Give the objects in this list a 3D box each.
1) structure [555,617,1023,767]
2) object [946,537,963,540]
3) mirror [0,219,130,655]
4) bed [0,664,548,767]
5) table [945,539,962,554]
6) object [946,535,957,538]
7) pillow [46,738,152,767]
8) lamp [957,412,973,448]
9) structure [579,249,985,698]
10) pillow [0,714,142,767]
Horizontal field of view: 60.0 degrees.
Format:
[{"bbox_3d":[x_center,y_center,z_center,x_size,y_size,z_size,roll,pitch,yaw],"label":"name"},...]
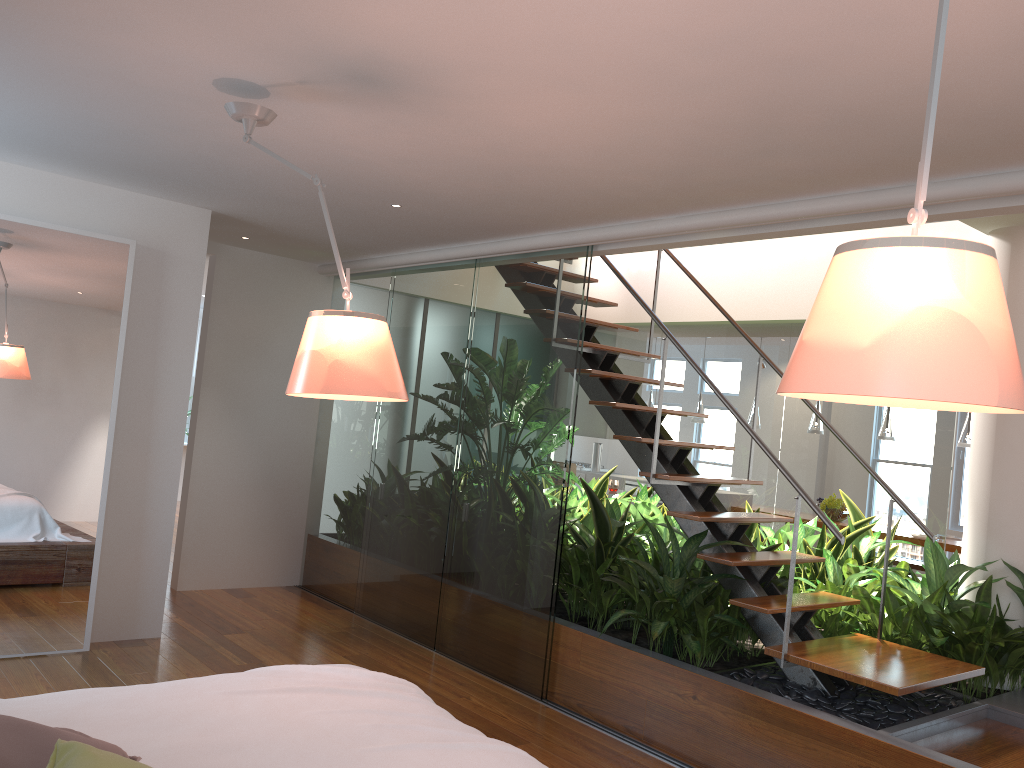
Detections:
[{"bbox_3d":[1.407,1.566,5.424,3.088,0.386,5.584,8,-3,-40],"label":"structure"},{"bbox_3d":[3.998,1.401,8.086,0.222,0.020,0.222,4,-3,42],"label":"object"},{"bbox_3d":[-2.530,0.238,4.076,1.267,2.044,0.049,8,-3,-40],"label":"mirror"},{"bbox_3d":[-0.682,1.095,1.865,2.314,0.595,2.207,8,-3,-40],"label":"bed"},{"bbox_3d":[2.506,1.659,9.511,0.893,0.704,5.996,8,-3,-40],"label":"table"},{"bbox_3d":[3.999,1.395,8.086,0.079,0.030,0.070,6,-2,4],"label":"object"},{"bbox_3d":[-0.977,0.710,1.574,0.805,0.240,1.341,8,-3,-43],"label":"pillow"},{"bbox_3d":[3.976,0.020,7.657,0.160,1.060,0.160,6,-2,-13],"label":"lamp"},{"bbox_3d":[1.041,-0.554,5.875,2.552,4.265,4.591,8,-3,-40],"label":"structure"},{"bbox_3d":[-0.903,0.687,1.576,0.372,0.185,0.534,6,-2,-11],"label":"pillow"}]
